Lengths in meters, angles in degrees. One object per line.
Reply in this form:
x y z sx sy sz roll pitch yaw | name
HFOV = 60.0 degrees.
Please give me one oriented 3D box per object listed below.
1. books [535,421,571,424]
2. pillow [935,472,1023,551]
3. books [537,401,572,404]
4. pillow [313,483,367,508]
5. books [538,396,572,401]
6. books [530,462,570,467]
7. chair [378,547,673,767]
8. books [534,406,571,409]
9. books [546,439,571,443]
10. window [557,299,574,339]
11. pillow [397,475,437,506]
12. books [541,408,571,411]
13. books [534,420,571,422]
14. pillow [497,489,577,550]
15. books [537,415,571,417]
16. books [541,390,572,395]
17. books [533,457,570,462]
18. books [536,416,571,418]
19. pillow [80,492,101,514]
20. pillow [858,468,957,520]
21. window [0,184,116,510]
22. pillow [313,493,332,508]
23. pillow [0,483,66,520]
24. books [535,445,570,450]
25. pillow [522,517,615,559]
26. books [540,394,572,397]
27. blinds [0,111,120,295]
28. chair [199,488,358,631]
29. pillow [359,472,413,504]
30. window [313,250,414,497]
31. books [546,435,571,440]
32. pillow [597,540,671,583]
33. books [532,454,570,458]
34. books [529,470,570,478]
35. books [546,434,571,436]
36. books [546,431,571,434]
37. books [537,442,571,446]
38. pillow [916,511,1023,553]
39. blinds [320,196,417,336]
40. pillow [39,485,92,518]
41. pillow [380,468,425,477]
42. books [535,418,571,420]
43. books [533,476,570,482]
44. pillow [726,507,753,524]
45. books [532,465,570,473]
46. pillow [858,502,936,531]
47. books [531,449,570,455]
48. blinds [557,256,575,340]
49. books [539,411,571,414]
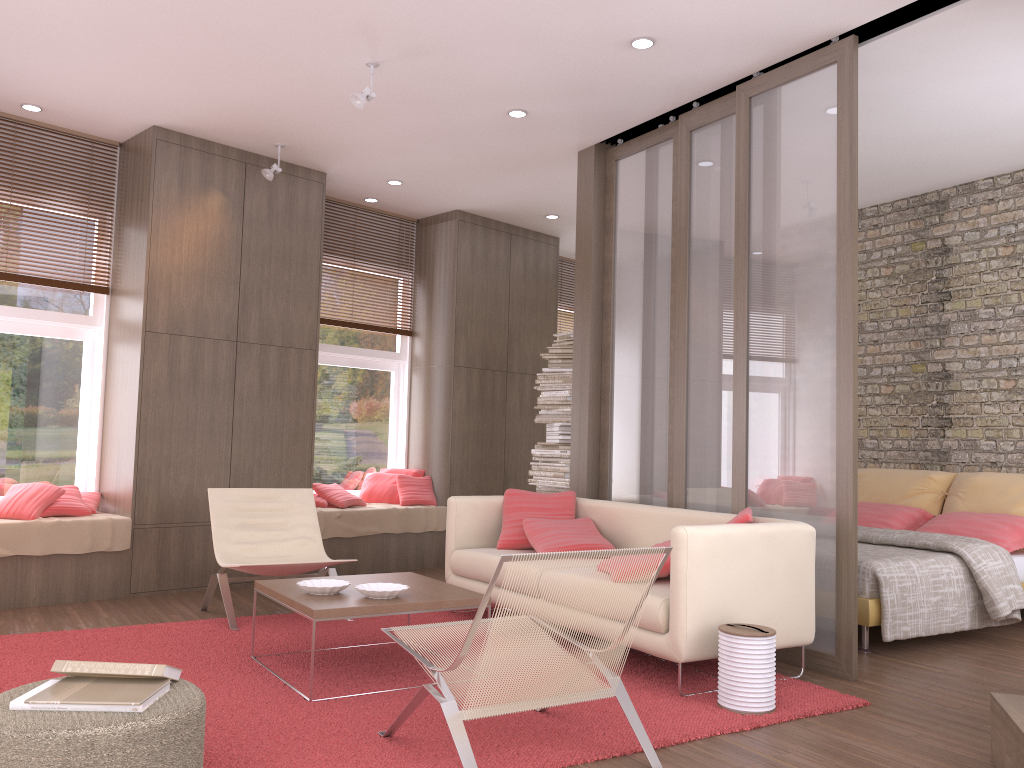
0.462 0.331 7.545 0.469 0.015 0.267 -1 -5 33 | books
3.498 0.913 6.342 0.366 0.557 1.021 4 -5 -32 | pillow
0.456 0.167 7.592 0.379 0.028 0.297 -1 -5 33 | books
-1.466 0.941 7.506 0.354 0.200 0.403 0 -4 22 | pillow
0.453 0.136 7.606 0.297 0.039 0.379 5 -5 -37 | books
0.462 0.686 7.539 0.399 0.020 0.510 4 -5 -32 | books
0.020 0.927 3.152 0.739 0.762 0.853 4 -5 -32 | chair
0.462 0.209 7.573 0.467 0.020 0.283 -1 -5 33 | books
0.495 0.489 7.539 0.322 0.030 0.435 2 -4 -12 | books
0.461 0.155 10.002 0.160 2.229 1.407 -2 -6 45 | window
-0.860 0.958 7.960 0.357 0.278 0.264 3 -4 -24 | pillow
0.481 0.229 7.568 0.287 0.020 0.388 5 -5 -37 | books
0.451 0.318 7.574 0.444 0.015 0.279 -1 -5 33 | books
0.165 0.874 5.693 0.498 0.377 0.379 1 -4 3 | pillow
0.466 0.279 7.571 0.412 0.011 0.308 -1 -5 33 | books
0.483 0.082 7.573 0.297 0.028 0.379 5 -5 -37 | books
0.473 0.644 7.548 0.469 0.028 0.368 -2 -6 43 | books
0.468 0.290 7.558 0.446 0.012 0.291 -1 -5 33 | books
-3.070 0.827 6.157 0.397 0.150 0.373 3 -4 -16 | pillow
3.031 0.944 7.103 0.355 0.527 1.019 4 -5 -32 | pillow
-3.514 -0.238 6.040 0.160 2.229 1.407 -2 -6 45 | window
-1.696 0.958 7.459 0.373 0.150 0.397 2 -4 2 | pillow
-3.171 0.763 5.763 0.389 0.234 0.356 1 -4 6 | pillow
0.500 0.543 7.530 0.518 0.038 0.341 -2 -6 43 | books
0.341 0.942 5.401 0.507 0.224 0.467 3 -4 -19 | pillow
0.472 0.106 7.593 0.287 0.020 0.388 5 -5 -37 | books
-3.409 -1.266 6.036 0.042 1.142 1.373 -2 -6 45 | blinds
-1.441 1.050 5.472 0.739 0.767 0.860 4 -5 -32 | chair
-1.157 0.942 8.019 0.485 0.279 0.270 1 -4 4 | pillow
-1.526 -0.042 8.021 0.160 2.229 1.407 -2 -6 45 | window
0.503 0.456 7.497 0.317 0.030 0.524 2 -4 -12 | books
0.704 0.889 4.506 0.467 0.224 0.507 2 -4 -5 | pillow
0.454 0.612 7.521 0.442 0.025 0.346 -2 -6 43 | books
0.456 0.768 7.537 0.410 0.046 0.522 4 -5 -32 | books
0.480 0.436 7.550 0.294 0.013 0.413 2 -4 -12 | books
0.503 0.417 7.520 0.323 0.020 0.484 2 -4 -12 | books
0.483 0.515 7.562 0.450 0.022 0.364 0 -4 18 | books
3.190 1.022 6.146 0.540 0.261 0.834 4 -5 -32 | pillow
-1.425 -1.071 8.026 0.042 1.138 1.373 -2 -6 45 | blinds
-3.056 0.784 5.925 0.403 0.200 0.354 5 -5 -36 | pillow
-1.048 0.947 8.160 0.484 0.334 0.193 1 -4 8 | pillow
0.459 0.304 7.570 0.432 0.013 0.288 -1 -5 33 | books
0.510 0.802 7.476 0.423 0.025 0.566 4 -5 -32 | books
1.016 0.809 4.430 0.379 0.377 0.498 0 -4 18 | pillow
0.492 0.721 7.534 0.421 0.046 0.542 4 -5 -32 | books
2.742 1.054 6.857 0.538 0.264 0.831 4 -5 -32 | pillow
0.462 0.583 7.546 0.469 0.038 0.364 -2 -6 43 | books
0.556 -0.874 10.010 0.042 1.138 1.373 -2 -6 45 | blinds
0.470 0.254 7.594 0.379 0.028 0.297 -1 -5 33 | books
